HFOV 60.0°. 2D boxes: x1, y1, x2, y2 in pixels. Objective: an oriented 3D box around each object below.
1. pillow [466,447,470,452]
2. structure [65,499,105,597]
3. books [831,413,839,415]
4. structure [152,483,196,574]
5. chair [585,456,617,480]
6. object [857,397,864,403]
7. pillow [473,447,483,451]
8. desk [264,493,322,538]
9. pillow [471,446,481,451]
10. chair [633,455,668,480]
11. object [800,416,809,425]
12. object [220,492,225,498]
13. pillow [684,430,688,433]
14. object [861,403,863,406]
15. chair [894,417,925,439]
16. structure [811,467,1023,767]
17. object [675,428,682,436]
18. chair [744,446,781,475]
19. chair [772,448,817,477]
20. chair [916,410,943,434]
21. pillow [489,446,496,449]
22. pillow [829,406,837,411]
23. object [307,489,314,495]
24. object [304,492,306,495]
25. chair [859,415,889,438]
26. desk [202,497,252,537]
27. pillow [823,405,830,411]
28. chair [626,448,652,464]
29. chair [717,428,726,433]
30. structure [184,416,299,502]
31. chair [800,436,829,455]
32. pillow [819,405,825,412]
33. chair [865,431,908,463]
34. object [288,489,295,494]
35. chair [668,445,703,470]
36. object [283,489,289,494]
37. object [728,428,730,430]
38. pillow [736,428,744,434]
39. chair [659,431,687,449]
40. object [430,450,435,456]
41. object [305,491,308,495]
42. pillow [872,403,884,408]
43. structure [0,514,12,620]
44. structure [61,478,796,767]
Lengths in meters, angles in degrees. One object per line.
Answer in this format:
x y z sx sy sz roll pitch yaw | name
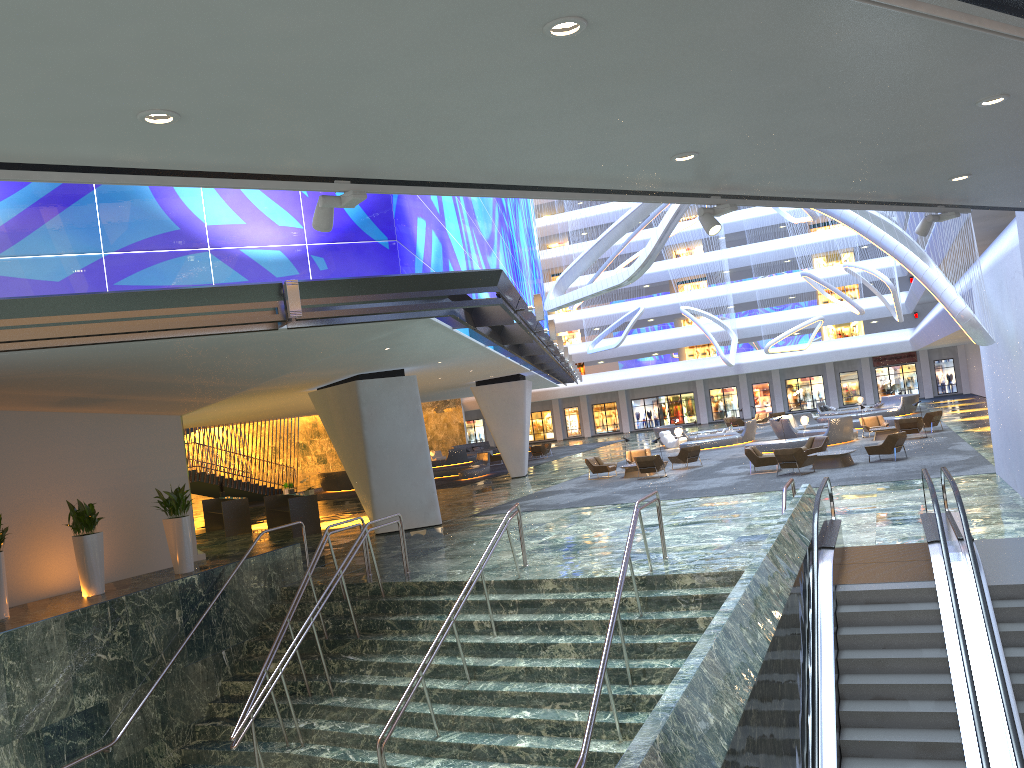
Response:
-3.279 4.615 61.906 0.316 0.386 0.783 -8 -2 39 | pillow
-8.880 3.395 18.538 0.772 2.051 1.023 -7 0 -7 | structure
17.675 1.633 48.493 0.396 0.039 0.301 -9 -2 37 | books
-7.640 3.296 20.274 1.022 2.051 0.773 -7 0 1 | structure
3.138 2.930 31.145 0.940 0.766 0.928 -8 -1 31 | chair
21.458 0.974 54.577 0.367 0.387 0.318 -7 -1 5 | object
-2.420 4.567 62.345 0.693 0.262 0.877 -8 -2 13 | pillow
-6.512 3.835 26.161 0.812 1.097 2.984 -7 -2 -29 | desk
-2.465 4.535 62.538 0.773 0.366 0.317 -7 -1 -26 | pillow
4.491 2.669 28.671 0.931 0.766 0.937 -8 -1 29 | chair
12.382 1.534 37.488 0.367 0.387 0.317 -8 -1 30 | object
-9.812 3.752 30.042 0.158 0.181 0.159 -7 -1 -22 | object
9.281 2.621 48.097 0.443 0.207 0.445 -7 -2 -16 | pillow
20.591 1.265 52.115 0.131 0.252 0.103 -7 0 6 | object
13.840 1.540 30.821 0.931 0.766 0.937 -8 -1 29 | chair
2.958 5.442 3.991 3.021 8.237 19.806 -7 -2 22 | structure
7.905 2.272 42.055 0.367 0.387 0.318 -7 -1 5 | object
7.353 2.203 25.905 0.940 0.766 0.928 -8 -1 25 | chair
7.714 2.097 24.226 0.937 0.766 0.931 -6 -2 -40 | chair
15.377 1.412 32.830 0.927 0.766 0.941 -7 -1 -34 | chair
-1.388 4.508 62.647 0.443 0.207 0.444 -8 -2 9 | pillow
19.249 1.485 53.484 0.683 0.280 0.876 -6 -2 -30 | pillow
-5.709 3.069 25.142 0.149 0.149 0.149 -7 -1 -33 | object
-5.941 3.151 25.520 0.073 0.070 0.072 -7 -1 -33 | object
13.954 1.643 34.171 0.930 0.766 0.939 -7 -1 6 | chair
-9.302 4.289 28.837 0.812 1.097 2.984 -7 -2 -31 | desk
18.937 1.426 53.295 0.316 0.386 0.783 -8 -2 38 | pillow
4.604 2.772 32.021 0.930 0.766 0.939 -7 -1 6 | chair
10.426 2.656 46.253 1.783 0.501 0.586 -7 -1 -13 | chair
-16.406 3.455 44.256 12.001 6.246 16.470 -8 -2 22 | structure
9.066 2.015 26.842 0.937 0.766 0.931 -7 -1 -16 | chair
18.736 1.479 53.344 0.296 0.369 0.767 -8 -2 35 | pillow
10.469 1.760 24.736 0.927 0.766 0.941 -6 -2 -43 | chair
-6.658 3.250 26.766 0.150 0.145 0.150 -7 -1 -34 | object
6.027 2.541 30.680 0.927 0.766 0.941 -7 -1 -34 | chair
-6.892 3.292 27.099 0.150 0.145 0.150 -7 -1 -34 | object
11.217 2.321 45.801 0.071 0.118 0.151 -8 -1 33 | object
10.689 2.108 40.479 0.694 0.262 0.876 -8 -2 31 | pillow
7.827 2.683 42.956 1.160 0.882 0.727 -8 -1 42 | chair
-5.171 4.508 57.739 0.367 0.387 0.317 -8 -1 30 | object
-5.838 3.112 25.351 0.110 0.108 0.108 -7 -1 -33 | object
20.318 1.172 49.151 0.691 0.262 0.878 -7 -2 -15 | pillow
-9.959 3.478 16.941 1.024 2.051 0.771 -8 0 35 | structure
-3.093 6.328 6.066 9.319 8.398 19.710 -8 -2 22 | structure
